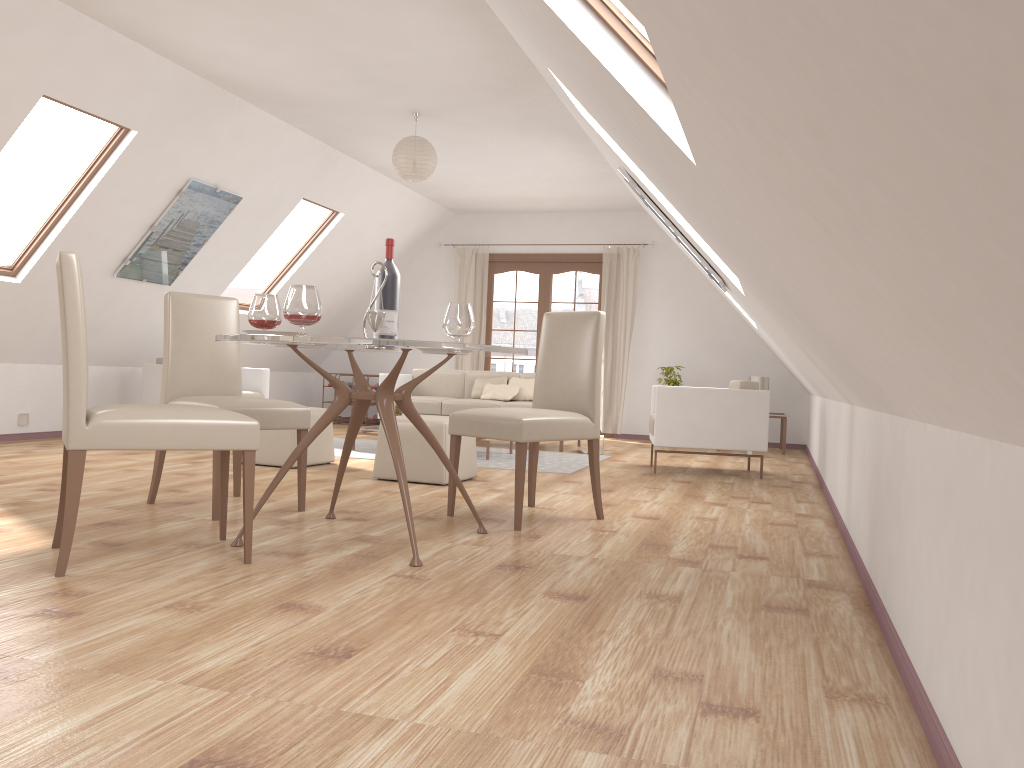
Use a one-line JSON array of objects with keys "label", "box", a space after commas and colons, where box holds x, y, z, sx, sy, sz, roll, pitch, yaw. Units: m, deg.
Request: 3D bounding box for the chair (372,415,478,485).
[{"label": "chair", "box": [-0.526, 0.394, 5.521, 0.506, 0.394, 0.506, 3, 1, 21]}]

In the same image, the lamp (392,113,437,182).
[{"label": "lamp", "box": [-0.727, -1.779, 6.655, 0.340, 0.497, 0.340, 2, 1, -34]}]

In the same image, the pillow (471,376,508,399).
[{"label": "pillow", "box": [-0.225, 0.033, 8.678, 0.351, 0.235, 0.185, 3, 1, 20]}]

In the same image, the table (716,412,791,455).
[{"label": "table", "box": [2.480, 0.490, 9.185, 0.730, 0.390, 0.773, 3, 1, 15]}]

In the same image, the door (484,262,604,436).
[{"label": "door", "box": [0.359, -0.437, 10.454, 1.546, 2.001, 0.098, 3, 1, 17]}]

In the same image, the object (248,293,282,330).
[{"label": "object", "box": [-0.999, -0.271, 3.588, 0.136, 0.183, 0.136, 2, 1, -5]}]

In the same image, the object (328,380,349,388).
[{"label": "object", "box": [-2.111, 0.011, 10.767, 0.110, 0.110, 0.439, 3, 1, 17]}]

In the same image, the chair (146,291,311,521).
[{"label": "chair", "box": [-1.311, 0.075, 4.122, 0.618, 0.999, 0.477, 3, 1, 41]}]

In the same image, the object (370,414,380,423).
[{"label": "object", "box": [-1.591, 0.413, 10.613, 0.109, 0.109, 0.435, 3, 1, 17]}]

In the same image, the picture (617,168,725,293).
[{"label": "picture", "box": [1.089, -1.020, 5.993, 0.683, 0.738, 0.650, 3, 1, 17]}]

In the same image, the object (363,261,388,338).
[{"label": "object", "box": [-0.531, -0.321, 3.489, 0.086, 0.322, 0.096, 2, 1, -20]}]

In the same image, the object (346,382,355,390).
[{"label": "object", "box": [-1.934, 0.021, 10.719, 0.109, 0.109, 0.435, 3, 1, 17]}]

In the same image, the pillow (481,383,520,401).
[{"label": "pillow", "box": [-0.125, 0.082, 8.491, 0.363, 0.170, 0.227, 3, 1, 22]}]

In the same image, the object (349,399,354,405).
[{"label": "object", "box": [-1.941, 0.206, 10.719, 0.109, 0.109, 0.435, 3, 1, 17]}]

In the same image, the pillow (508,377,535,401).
[{"label": "pillow", "box": [0.100, 0.049, 8.575, 0.351, 0.225, 0.196, 3, 1, 22]}]

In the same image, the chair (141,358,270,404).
[{"label": "chair", "box": [-2.737, 0.125, 7.979, 0.820, 0.706, 0.748, 3, 1, 19]}]

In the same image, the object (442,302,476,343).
[{"label": "object", "box": [-0.217, -0.238, 3.629, 0.136, 0.183, 0.136, 3, 1, 43]}]

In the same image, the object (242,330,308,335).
[{"label": "object", "box": [-0.876, -0.181, 3.272, 0.228, 0.020, 0.228, 2, 1, -28]}]

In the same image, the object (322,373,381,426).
[{"label": "object", "box": [-1.836, 0.186, 10.732, 0.854, 0.608, 0.417, 3, 1, 17]}]

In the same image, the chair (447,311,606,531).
[{"label": "chair", "box": [0.090, 0.133, 4.188, 0.477, 0.999, 0.618, 3, 1, 44]}]

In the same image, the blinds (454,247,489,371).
[{"label": "blinds", "box": [-0.512, -0.569, 10.620, 0.423, 2.130, 0.120, 3, 1, 14]}]

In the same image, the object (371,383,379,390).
[{"label": "object", "box": [-1.576, 0.037, 10.612, 0.109, 0.109, 0.435, 3, 1, 17]}]

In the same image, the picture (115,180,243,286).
[{"label": "picture", "box": [-2.656, -1.187, 7.120, 0.683, 0.738, 0.650, 3, 1, 17]}]

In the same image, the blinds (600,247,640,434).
[{"label": "blinds", "box": [1.198, -0.495, 10.065, 0.424, 2.129, 0.123, 3, 1, 12]}]

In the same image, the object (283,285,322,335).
[{"label": "object", "box": [-0.741, -0.256, 3.139, 0.136, 0.183, 0.136, 2, 1, -5]}]

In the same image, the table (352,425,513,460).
[{"label": "table", "box": [-0.648, 0.476, 7.368, 1.173, 0.190, 0.730, 3, 1, 17]}]

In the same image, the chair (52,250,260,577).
[{"label": "chair", "box": [-1.224, 0.089, 3.028, 0.618, 0.999, 0.477, 2, 1, -29]}]

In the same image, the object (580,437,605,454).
[{"label": "object", "box": [0.727, 0.488, 8.025, 0.212, 0.267, 0.315, 2, 1, 4]}]

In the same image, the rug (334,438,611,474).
[{"label": "rug", "box": [-0.708, 0.566, 7.316, 2.800, 0.007, 1.600, 3, 1, 17]}]

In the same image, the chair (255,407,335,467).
[{"label": "chair", "box": [-1.547, 0.346, 6.080, 0.506, 0.394, 0.506, 3, 1, 21]}]

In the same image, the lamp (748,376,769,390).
[{"label": "lamp", "box": [2.591, 0.110, 9.323, 0.180, 0.375, 0.221, 2, 1, -40]}]

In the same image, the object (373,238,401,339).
[{"label": "object", "box": [-0.509, -0.378, 3.639, 0.109, 0.435, 0.109, 3, 1, 13]}]

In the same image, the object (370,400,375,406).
[{"label": "object", "box": [-1.763, 0.218, 10.665, 0.109, 0.109, 0.435, 3, 1, 17]}]

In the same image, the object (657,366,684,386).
[{"label": "object", "box": [1.730, 0.220, 9.743, 0.311, 0.846, 0.307, 2, 1, 9]}]

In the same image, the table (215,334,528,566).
[{"label": "table", "box": [-0.552, 0.226, 3.495, 1.198, 0.770, 1.198, 3, 1, 38]}]

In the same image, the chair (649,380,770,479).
[{"label": "chair", "box": [1.457, 0.312, 6.705, 0.820, 0.706, 0.748, 2, 1, 6]}]

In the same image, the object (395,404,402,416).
[{"label": "object", "box": [-0.979, 0.270, 7.646, 0.075, 0.185, 0.075, 2, 1, -42]}]

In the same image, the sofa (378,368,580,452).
[{"label": "sofa", "box": [-0.271, 0.223, 8.583, 1.880, 0.706, 0.820, 3, 1, 17]}]
